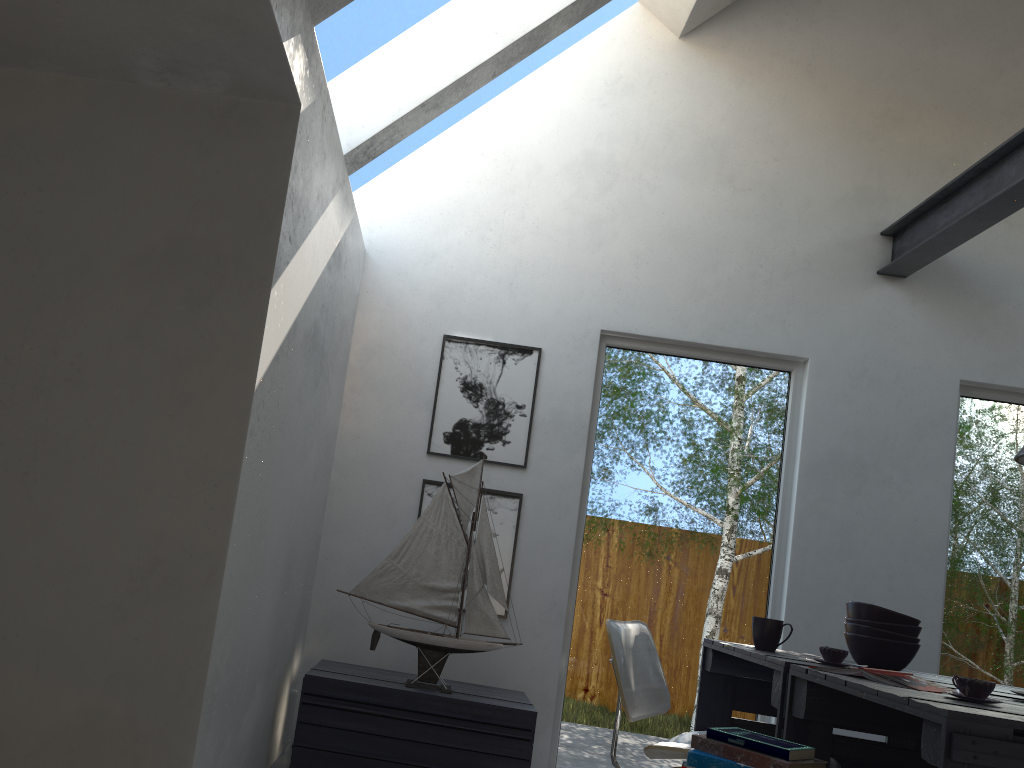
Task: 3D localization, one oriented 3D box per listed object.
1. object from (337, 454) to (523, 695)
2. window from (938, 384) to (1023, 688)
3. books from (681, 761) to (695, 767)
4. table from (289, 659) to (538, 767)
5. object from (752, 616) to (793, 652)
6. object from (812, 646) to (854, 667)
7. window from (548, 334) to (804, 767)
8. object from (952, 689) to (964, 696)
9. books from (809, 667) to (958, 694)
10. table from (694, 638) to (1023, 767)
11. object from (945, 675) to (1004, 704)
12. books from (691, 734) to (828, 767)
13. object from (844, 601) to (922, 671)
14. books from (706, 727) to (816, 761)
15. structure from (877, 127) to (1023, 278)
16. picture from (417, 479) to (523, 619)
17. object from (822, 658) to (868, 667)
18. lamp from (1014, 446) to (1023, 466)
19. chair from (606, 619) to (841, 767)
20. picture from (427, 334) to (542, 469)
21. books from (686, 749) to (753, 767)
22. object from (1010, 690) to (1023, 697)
[{"bbox_3d":[-0.315,0.755,3.626,0.794,0.979,0.141,8,-6,3],"label":"object"},{"bbox_3d":[2.433,1.106,4.029,0.990,2.103,0.059,8,-6,3],"label":"window"},{"bbox_3d":[0.586,0.959,2.098,0.302,0.034,0.188,-3,-17,45],"label":"books"},{"bbox_3d":[-0.407,1.449,3.630,0.931,0.410,0.530,8,-10,2],"label":"table"},{"bbox_3d":[0.881,0.861,3.004,0.099,0.108,0.133,10,-10,-9],"label":"object"},{"bbox_3d":[0.991,0.840,2.697,0.114,0.055,0.120,11,-11,-12],"label":"object"},{"bbox_3d":[0.766,0.867,4.118,0.990,2.103,0.059,8,-6,3],"label":"window"},{"bbox_3d":[1.069,0.743,2.100,0.029,0.013,0.128,4,-13,24],"label":"object"},{"bbox_3d":[1.001,0.780,2.339,0.213,0.030,0.323,16,-14,-32],"label":"books"},{"bbox_3d":[1.482,1.284,2.407,1.511,0.786,1.623,9,-11,0],"label":"table"},{"bbox_3d":[1.091,0.721,2.063,0.118,0.055,0.116,7,-11,7],"label":"object"},{"bbox_3d":[0.593,0.895,2.110,0.167,0.032,0.270,18,-15,-38],"label":"books"},{"bbox_3d":[1.229,0.846,2.913,0.215,0.211,0.195,8,-9,1],"label":"object"},{"bbox_3d":[0.599,0.866,2.109,0.217,0.025,0.137,-3,-17,45],"label":"books"},{"bbox_3d":[1.840,-0.674,3.855,0.136,0.205,2.560,9,-12,-3],"label":"structure"},{"bbox_3d":[-0.222,0.766,4.081,0.474,0.577,0.026,8,-6,3],"label":"picture"},{"bbox_3d":[1.028,0.864,2.703,0.140,0.013,0.026,0,-14,37],"label":"object"},{"bbox_3d":[1.851,-0.288,2.707,0.432,1.084,0.436,8,-7,0],"label":"lamp"},{"bbox_3d":[0.671,1.257,2.924,0.814,0.809,0.668,3,-10,30],"label":"chair"},{"bbox_3d":[-0.131,0.082,4.156,0.474,0.577,0.026,8,-6,3],"label":"picture"},{"bbox_3d":[0.590,0.926,2.102,0.300,0.033,0.190,2,-14,31],"label":"books"},{"bbox_3d":[1.488,0.862,2.364,0.237,0.019,0.235,8,-12,4],"label":"object"}]
